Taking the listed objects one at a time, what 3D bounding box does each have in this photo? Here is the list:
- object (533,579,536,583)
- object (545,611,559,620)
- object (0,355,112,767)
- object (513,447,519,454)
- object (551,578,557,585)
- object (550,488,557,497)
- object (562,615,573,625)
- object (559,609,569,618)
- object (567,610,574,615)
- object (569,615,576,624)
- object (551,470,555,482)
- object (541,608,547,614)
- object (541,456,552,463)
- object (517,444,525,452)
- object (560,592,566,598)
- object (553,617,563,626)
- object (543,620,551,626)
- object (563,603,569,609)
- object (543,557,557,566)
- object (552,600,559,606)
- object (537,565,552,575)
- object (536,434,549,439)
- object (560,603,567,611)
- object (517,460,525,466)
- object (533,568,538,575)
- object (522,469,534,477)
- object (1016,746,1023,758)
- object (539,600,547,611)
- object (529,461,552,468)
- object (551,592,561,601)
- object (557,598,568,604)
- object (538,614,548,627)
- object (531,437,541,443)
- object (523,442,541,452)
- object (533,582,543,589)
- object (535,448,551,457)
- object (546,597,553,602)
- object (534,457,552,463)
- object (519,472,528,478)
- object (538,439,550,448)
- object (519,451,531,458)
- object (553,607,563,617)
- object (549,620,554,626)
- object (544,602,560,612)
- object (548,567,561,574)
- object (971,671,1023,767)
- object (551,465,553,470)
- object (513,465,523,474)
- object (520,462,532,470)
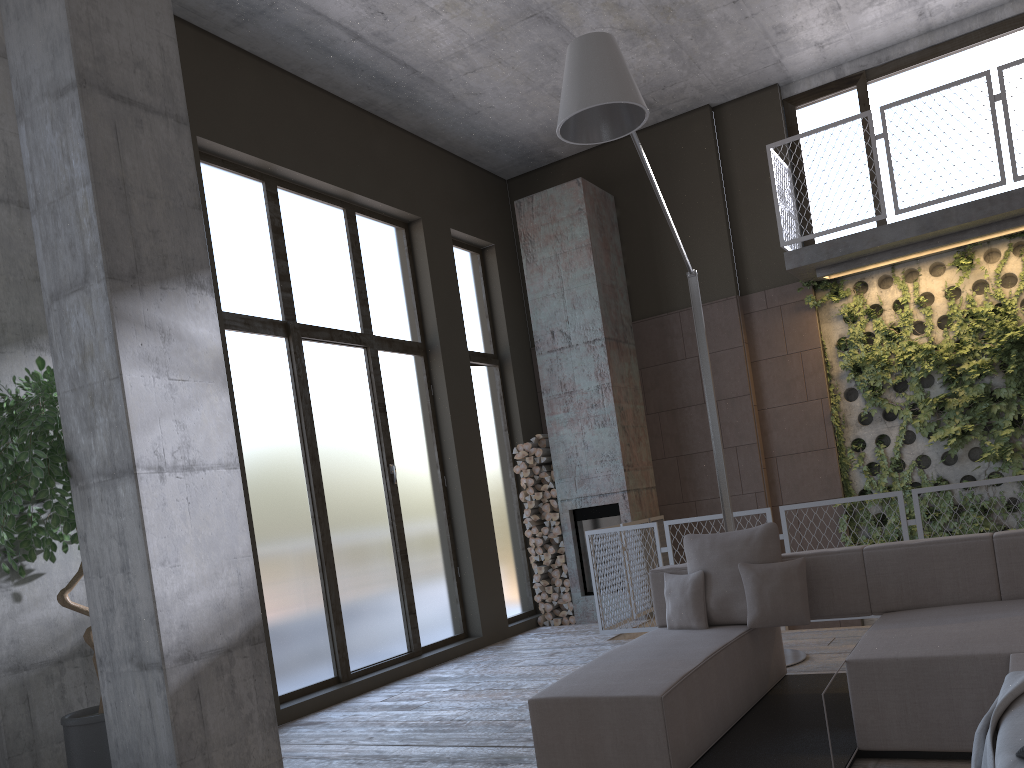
[{"bbox_3d":[0.360,2.139,9.723,0.068,0.070,0.422,-11,-8,30],"label":"object"},{"bbox_3d":[0.501,2.523,9.668,0.093,0.093,0.436,-11,-8,29],"label":"object"},{"bbox_3d":[-1.924,0.811,3.788,0.999,1.855,0.973,-8,-2,-4],"label":"object"},{"bbox_3d":[0.137,0.730,9.666,0.068,0.068,0.422,-11,-8,29],"label":"object"},{"bbox_3d":[0.555,2.138,9.634,0.102,0.086,0.362,-11,-8,30],"label":"object"},{"bbox_3d":[0.557,1.172,9.526,0.092,0.091,0.436,-11,-8,29],"label":"object"},{"bbox_3d":[0.684,2.552,9.577,0.092,0.089,0.454,-11,-8,29],"label":"object"},{"bbox_3d":[0.661,2.485,9.590,0.116,0.079,0.434,-11,-9,29],"label":"object"},{"bbox_3d":[0.714,2.444,9.534,0.072,0.072,0.422,-11,-8,29],"label":"object"},{"bbox_3d":[0.755,2.527,9.529,0.092,0.091,0.436,-11,-8,29],"label":"object"},{"bbox_3d":[0.534,0.990,9.513,0.064,0.125,0.363,-9,-7,28],"label":"object"},{"bbox_3d":[0.389,2.468,9.597,0.046,0.072,0.250,-10,-7,29],"label":"object"},{"bbox_3d":[0.442,0.813,9.509,0.067,0.067,0.422,-11,-8,29],"label":"object"},{"bbox_3d":[0.203,0.704,9.659,0.092,0.090,0.455,-11,-8,28],"label":"object"},{"bbox_3d":[0.639,2.272,9.572,0.068,0.070,0.422,-10,-8,29],"label":"object"},{"bbox_3d":[0.603,2.569,9.603,0.094,0.083,0.479,-11,-8,29],"label":"object"},{"bbox_3d":[0.472,2.608,9.685,0.068,0.066,0.422,-11,-8,29],"label":"object"},{"bbox_3d":[0.677,2.395,9.543,0.067,0.084,0.424,-10,-8,27],"label":"object"},{"bbox_3d":[0.486,1.928,9.594,0.116,0.079,0.434,-11,-9,29],"label":"object"},{"bbox_3d":[0.548,2.370,9.607,0.065,0.074,0.359,-10,-8,28],"label":"object"},{"bbox_3d":[0.428,2.012,9.608,0.094,0.083,0.479,-11,-8,29],"label":"object"},{"bbox_3d":[0.373,0.575,9.572,0.088,0.055,0.332,-12,-9,29],"label":"object"},{"bbox_3d":[0.637,2.426,9.650,0.105,0.101,0.291,-11,-8,29],"label":"object"},{"bbox_3d":[0.183,0.867,9.669,0.067,0.086,0.424,-10,-8,27],"label":"object"},{"bbox_3d":[0.366,2.037,9.649,0.068,0.067,0.422,-11,-8,29],"label":"object"},{"bbox_3d":[0.273,0.967,9.607,0.094,0.083,0.479,-11,-8,29],"label":"object"},{"bbox_3d":[1.388,0.834,2.132,0.304,0.168,0.299,-10,-7,18],"label":"object"},{"bbox_3d":[0.409,2.428,9.679,0.102,0.102,0.292,-11,-8,31],"label":"object"},{"bbox_3d":[0.332,0.882,9.594,0.116,0.079,0.434,-11,-9,29],"label":"object"},{"bbox_3d":[0.566,2.294,9.583,0.092,0.089,0.454,-11,-8,28],"label":"object"},{"bbox_3d":[0.631,2.337,9.551,0.123,0.067,0.362,-12,-9,31],"label":"object"},{"bbox_3d":[0.395,2.592,9.687,0.064,0.124,0.363,-9,-7,28],"label":"object"},{"bbox_3d":[0.313,0.623,9.581,0.066,0.072,0.359,-10,-8,28],"label":"object"},{"bbox_3d":[0.239,0.688,9.539,0.105,0.102,0.291,-11,-8,29],"label":"object"},{"bbox_3d":[0.365,2.203,9.694,0.123,0.067,0.363,-12,-9,28],"label":"object"},{"bbox_3d":[0.393,0.743,9.524,0.094,0.092,0.436,-11,-8,29],"label":"object"},{"bbox_3d":[0.478,2.342,9.616,0.090,0.056,0.332,-12,-9,29],"label":"object"},{"bbox_3d":[0.374,0.830,9.550,0.068,0.066,0.422,-11,-8,29],"label":"object"},{"bbox_3d":[0.211,0.992,9.648,0.068,0.067,0.422,-11,-8,29],"label":"object"},{"bbox_3d":[0.401,0.653,9.597,0.100,0.107,0.293,-11,-8,30],"label":"object"},{"bbox_3d":[0.231,0.766,9.602,0.114,0.079,0.434,-11,-9,29],"label":"object"},{"bbox_3d":[0.579,2.493,9.651,0.102,0.086,0.362,-11,-8,29],"label":"object"},{"bbox_3d":[0.541,2.594,9.644,0.068,0.067,0.422,-11,-8,29],"label":"object"},{"bbox_3d":[0.469,2.416,9.592,0.099,0.106,0.293,-11,-8,31],"label":"object"},{"bbox_3d":[0.506,2.020,9.601,0.065,0.074,0.358,-11,-8,31],"label":"object"},{"bbox_3d":[1.525,1.103,2.271,1.586,0.499,1.061,-2,-10,-41],"label":"object"},{"bbox_3d":[0.539,0.894,9.582,0.101,0.101,0.292,-11,-8,31],"label":"object"},{"bbox_3d":[0.162,0.938,9.667,0.092,0.091,0.436,-11,-8,29],"label":"object"},{"bbox_3d":[0.231,0.896,9.619,0.092,0.089,0.454,-11,-8,29],"label":"object"}]
